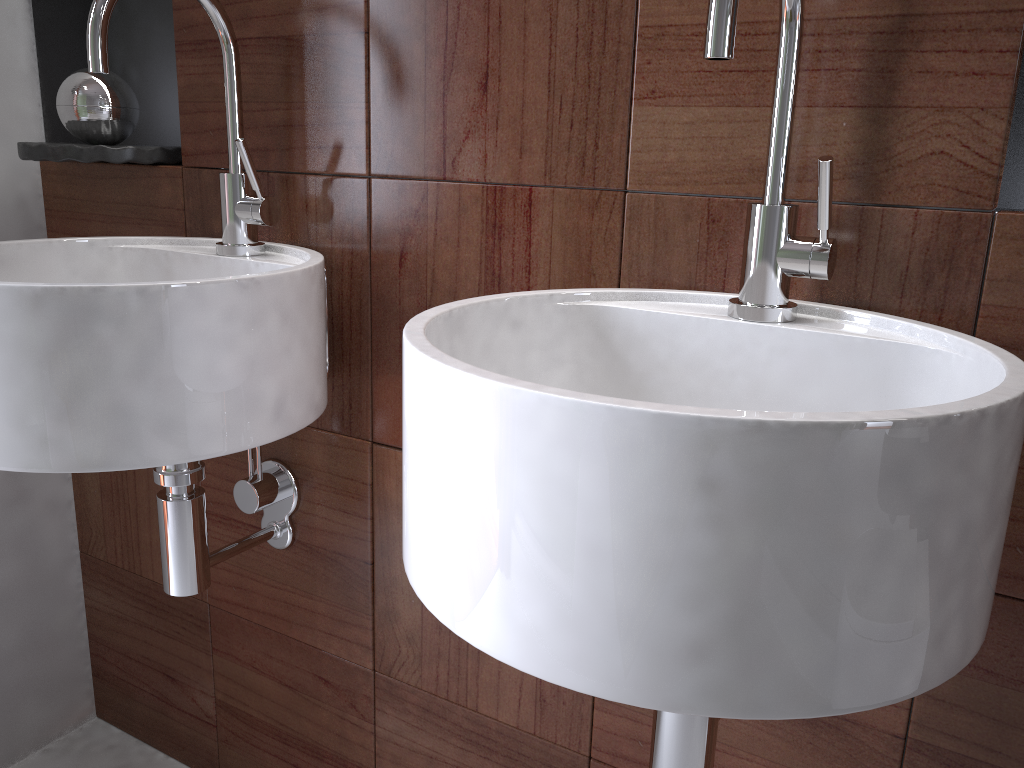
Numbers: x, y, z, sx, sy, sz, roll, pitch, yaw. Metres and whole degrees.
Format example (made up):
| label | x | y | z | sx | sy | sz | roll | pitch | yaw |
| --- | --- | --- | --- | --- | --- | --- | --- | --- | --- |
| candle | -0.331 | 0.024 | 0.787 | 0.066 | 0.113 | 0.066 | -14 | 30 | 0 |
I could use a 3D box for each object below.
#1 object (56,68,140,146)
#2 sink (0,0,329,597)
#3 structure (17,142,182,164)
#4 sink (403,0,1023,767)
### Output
| label | x | y | z | sx | sy | sz | roll | pitch | yaw |
| --- | --- | --- | --- | --- | --- | --- | --- | --- | --- |
| object | -0.029 | -0.278 | 0.903 | 1.350 | 0.104 | 0.104 | 10 | 17 | 29 |
| sink | -0.411 | -0.079 | 0.952 | 0.415 | 0.715 | 0.417 | 10 | 17 | 29 |
| structure | -0.563 | -0.322 | 1.237 | 0.222 | 0.023 | 0.220 | -1 | 15 | -9 |
| sink | 0.130 | 0.020 | 0.642 | 0.415 | 0.715 | 0.417 | 10 | 17 | 29 |
